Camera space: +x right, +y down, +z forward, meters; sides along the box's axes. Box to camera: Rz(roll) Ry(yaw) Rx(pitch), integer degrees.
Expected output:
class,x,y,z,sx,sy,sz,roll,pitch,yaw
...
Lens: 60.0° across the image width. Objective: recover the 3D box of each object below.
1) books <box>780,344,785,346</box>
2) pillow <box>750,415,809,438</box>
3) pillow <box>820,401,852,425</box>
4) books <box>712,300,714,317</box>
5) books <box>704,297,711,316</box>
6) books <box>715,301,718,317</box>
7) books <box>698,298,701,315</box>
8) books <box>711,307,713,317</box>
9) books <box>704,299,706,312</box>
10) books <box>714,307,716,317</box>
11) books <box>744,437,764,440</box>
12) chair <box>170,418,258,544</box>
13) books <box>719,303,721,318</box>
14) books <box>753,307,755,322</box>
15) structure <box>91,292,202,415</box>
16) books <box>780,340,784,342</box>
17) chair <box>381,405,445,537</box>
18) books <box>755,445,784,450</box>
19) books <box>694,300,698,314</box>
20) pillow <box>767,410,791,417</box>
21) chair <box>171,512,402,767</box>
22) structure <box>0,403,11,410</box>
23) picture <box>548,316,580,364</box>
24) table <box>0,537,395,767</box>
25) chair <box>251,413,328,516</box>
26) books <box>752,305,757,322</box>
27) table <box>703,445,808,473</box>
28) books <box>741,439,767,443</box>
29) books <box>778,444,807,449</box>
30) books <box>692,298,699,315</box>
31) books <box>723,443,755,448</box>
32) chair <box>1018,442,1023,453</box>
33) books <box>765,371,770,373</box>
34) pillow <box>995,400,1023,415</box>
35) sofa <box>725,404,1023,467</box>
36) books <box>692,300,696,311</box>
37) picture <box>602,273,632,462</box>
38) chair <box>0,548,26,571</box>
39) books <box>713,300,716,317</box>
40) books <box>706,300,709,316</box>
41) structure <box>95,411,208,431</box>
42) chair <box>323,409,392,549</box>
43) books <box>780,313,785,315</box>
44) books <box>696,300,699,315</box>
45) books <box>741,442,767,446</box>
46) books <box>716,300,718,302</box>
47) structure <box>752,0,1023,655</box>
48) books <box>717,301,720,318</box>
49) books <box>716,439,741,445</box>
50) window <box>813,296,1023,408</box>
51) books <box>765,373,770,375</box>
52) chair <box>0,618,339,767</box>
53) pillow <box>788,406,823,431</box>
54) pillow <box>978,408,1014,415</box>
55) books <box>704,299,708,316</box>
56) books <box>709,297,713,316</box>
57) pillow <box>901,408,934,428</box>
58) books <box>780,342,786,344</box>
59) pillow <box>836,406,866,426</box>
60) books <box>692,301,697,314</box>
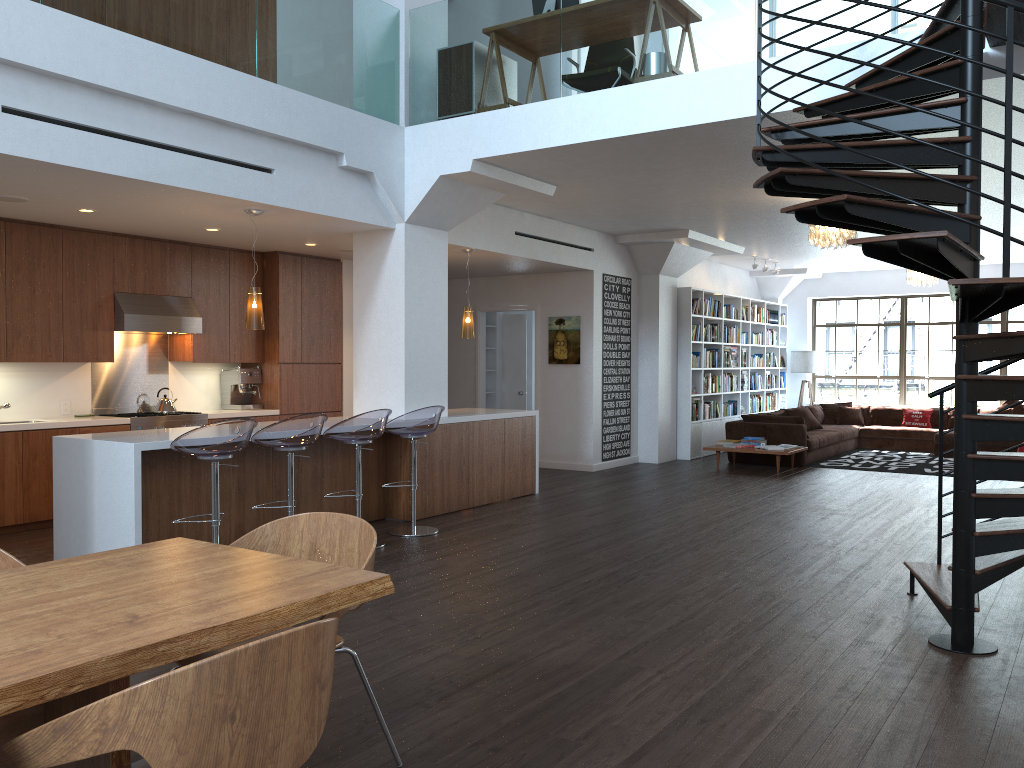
class,x,y,z,sx,sy,sz,roll,pitch,yaw
books,4.743,-0.698,15.960,0.197,0.035,0.284,-1,2,-26
pillow,3.642,0.597,12.062,0.750,0.364,0.289,1,2,33
pillow,5.463,0.501,14.828,0.580,0.418,0.334,0,1,7
books,2.904,-1.111,13.127,0.159,0.248,0.089,1,2,34
books,2.821,-1.130,13.021,0.176,0.293,0.125,1,2,34
books,2.969,-1.111,13.228,0.174,0.243,0.085,1,2,34
books,2.610,-1.106,12.701,0.170,0.251,0.118,1,2,34
books,2.883,-1.097,13.103,0.161,0.222,0.083,1,2,34
books,2.720,-1.105,12.868,0.159,0.248,0.089,1,2,34
books,2.942,-1.116,13.198,0.182,0.255,0.077,1,2,34
books,3.209,0.723,11.747,0.224,0.027,0.157,1,2,39
chair,-1.831,0.706,5.472,0.481,1.014,0.530,1,2,36
books,3.056,-1.110,13.376,0.167,0.233,0.077,1,2,34
books,3.933,-1.146,14.689,0.171,0.246,0.057,1,2,34
structure,-3.396,-0.270,8.273,0.529,1.110,0.811,1,2,34
books,4.743,-0.765,15.953,0.174,0.032,0.254,0,1,-21
chair,-0.785,0.671,7.057,0.481,1.014,0.530,1,2,36
books,3.255,0.802,11.221,0.231,0.040,0.342,0,1,-16
books,2.554,-1.087,12.609,0.161,0.218,0.101,1,2,34
pillow,3.758,0.550,12.303,0.269,0.411,0.559,0,1,-10
chair,-0.743,0.866,2.817,0.629,0.833,0.618,1,2,29
structure,-4.212,0.229,7.249,0.263,0.155,0.064,1,1,17
picture,0.661,-0.552,11.218,0.450,0.600,0.030,1,2,34
table,-1.811,0.942,1.217,1.012,0.750,3.803,1,2,34
chair,-1.503,0.694,6.013,0.481,1.014,0.530,1,2,32
books,3.977,-1.169,14.758,0.176,0.290,0.053,1,2,34
table,3.145,0.951,11.457,1.100,0.271,0.853,1,2,34
books,3.206,0.754,11.752,0.279,0.035,0.191,1,2,44
books,3.575,0.799,11.421,0.350,0.035,0.256,-1,2,-31
books,2.585,-1.103,12.666,0.159,0.248,0.089,1,2,34
books,2.926,0.797,11.452,0.340,0.035,0.236,-1,2,-31
chair,5.943,0.636,9.587,0.798,1.006,0.801,-1,2,-31
books,4.311,-0.210,15.291,0.224,0.030,0.161,1,2,44
pillow,7.584,0.454,13.518,0.651,0.587,0.335,0,1,13
sofa,5.508,0.726,12.924,3.481,0.664,4.197,1,2,34
books,2.467,-1.081,12.480,0.182,0.215,0.188,1,2,34
picture,1.371,-0.212,11.533,0.021,2.380,0.800,1,2,34
chair,-1.662,0.870,2.528,0.618,0.833,0.629,1,2,32
books,2.924,-1.113,13.153,0.182,0.253,0.098,1,2,34
books,2.777,-1.104,12.945,0.174,0.242,0.105,1,2,34
structure,-3.343,0.734,8.260,0.662,0.919,0.811,1,2,34
chair,-1.135,0.683,6.533,0.481,1.014,0.530,1,2,32
books,4.880,-1.169,16.081,0.140,0.231,0.042,1,2,34
books,2.574,-1.089,12.636,0.161,0.222,0.084,1,2,34
books,3.208,0.790,11.747,0.312,0.037,0.216,1,1,24
books,2.980,-1.123,13.286,0.180,0.265,0.103,1,2,34
structure,2.174,-0.920,4.216,1.998,4.352,1.998,0,1,-5
books,3.025,-1.119,13.313,0.182,0.255,0.077,1,2,34
books,2.911,0.782,11.874,0.241,0.045,0.334,1,2,35
window,7.542,-0.566,15.200,4.648,1.905,0.114,1,2,34
books,4.307,-0.180,15.285,0.223,0.031,0.161,1,2,34
chair,-0.680,0.887,1.865,0.617,0.830,0.629,1,2,34
pillow,4.462,0.544,13.550,0.625,0.391,0.325,-1,2,-40
pillow,7.320,0.536,13.497,0.248,0.362,0.542,-1,2,-35
books,2.745,-1.107,12.903,0.170,0.251,0.118,1,2,34
books,2.853,-1.130,13.075,0.197,0.290,0.136,1,2,34
pillow,6.487,0.552,14.199,0.465,0.308,0.220,1,2,30
books,4.743,-0.732,15.959,0.197,0.033,0.284,-1,2,-41
pillow,5.568,0.523,14.642,0.489,0.337,0.238,0,1,3
books,2.511,-1.080,12.560,0.167,0.210,0.162,1,2,34
